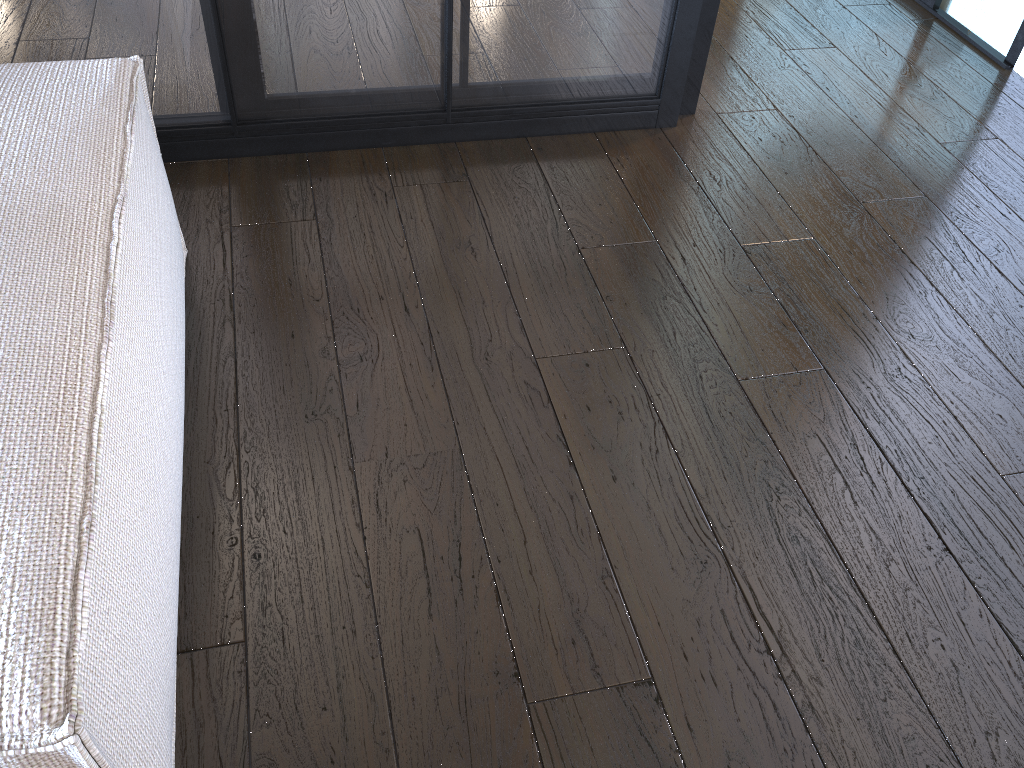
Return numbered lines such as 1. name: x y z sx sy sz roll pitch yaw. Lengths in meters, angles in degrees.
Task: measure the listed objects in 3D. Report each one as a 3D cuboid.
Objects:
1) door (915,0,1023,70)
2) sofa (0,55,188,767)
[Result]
1. door: 0.869 -3.048 2.711 0.138 2.601 4.172 -7 47 -12
2. sofa: -1.832 0.571 0.165 3.300 0.700 2.528 -8 47 -12
